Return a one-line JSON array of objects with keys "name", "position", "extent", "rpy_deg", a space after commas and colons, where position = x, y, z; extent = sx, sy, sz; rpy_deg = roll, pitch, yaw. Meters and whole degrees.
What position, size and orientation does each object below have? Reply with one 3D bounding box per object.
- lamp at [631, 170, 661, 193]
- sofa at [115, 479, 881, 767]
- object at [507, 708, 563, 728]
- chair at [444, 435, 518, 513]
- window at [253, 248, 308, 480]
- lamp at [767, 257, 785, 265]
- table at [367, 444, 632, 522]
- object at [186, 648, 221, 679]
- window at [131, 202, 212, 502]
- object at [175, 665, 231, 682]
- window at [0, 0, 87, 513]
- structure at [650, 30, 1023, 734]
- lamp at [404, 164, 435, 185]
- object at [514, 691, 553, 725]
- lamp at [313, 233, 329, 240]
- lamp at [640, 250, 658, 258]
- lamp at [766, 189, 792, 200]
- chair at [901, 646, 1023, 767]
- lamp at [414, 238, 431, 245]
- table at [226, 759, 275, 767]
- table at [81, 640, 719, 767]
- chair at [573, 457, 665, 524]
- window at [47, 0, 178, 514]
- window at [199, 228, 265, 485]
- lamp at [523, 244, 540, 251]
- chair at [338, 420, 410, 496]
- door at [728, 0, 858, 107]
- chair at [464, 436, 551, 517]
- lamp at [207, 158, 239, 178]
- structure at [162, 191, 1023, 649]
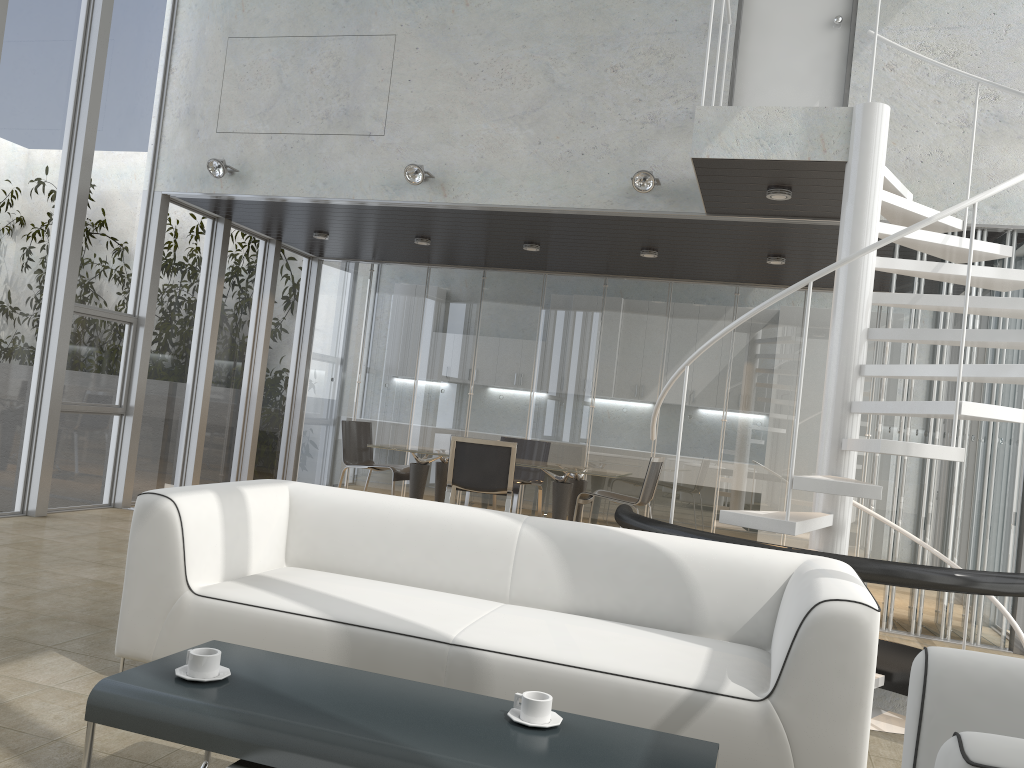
[{"name": "lamp", "position": [0.939, -1.413, 6.253], "extent": [0.197, 0.154, 0.254], "rpy_deg": [6, -2, 16]}, {"name": "sofa", "position": [-0.070, 0.843, 3.361], "extent": [2.601, 0.638, 0.971], "rpy_deg": [6, -2, 16]}, {"name": "object", "position": [0.055, 0.812, 2.152], "extent": [0.136, 0.014, 0.130], "rpy_deg": [5, -3, 31]}, {"name": "chair", "position": [-0.268, 0.916, 7.447], "extent": [0.546, 0.922, 0.660], "rpy_deg": [6, -2, 1]}, {"name": "window", "position": [-2.588, -0.148, 9.754], "extent": [0.010, 2.645, 0.741], "rpy_deg": [6, -2, 16]}, {"name": "lamp", "position": [2.223, -1.039, 7.468], "extent": [0.149, 0.038, 0.149], "rpy_deg": [5, -3, 31]}, {"name": "table", "position": [-0.134, 1.040, 8.003], "extent": [2.250, 0.733, 0.900], "rpy_deg": [6, -2, 16]}, {"name": "object", "position": [-0.771, 0.696, 2.218], "extent": [0.075, 0.057, 0.090], "rpy_deg": [7, -2, -25]}, {"name": "window", "position": [-3.093, -0.272, 8.003], "extent": [0.010, 2.645, 0.741], "rpy_deg": [6, -2, 16]}, {"name": "object", "position": [-0.770, 0.723, 2.210], "extent": [0.136, 0.014, 0.130], "rpy_deg": [5, -3, 31]}, {"name": "window", "position": [-3.433, -1.885, 6.308], "extent": [0.010, 5.650, 0.741], "rpy_deg": [6, -2, 16]}, {"name": "structure", "position": [0.046, 0.934, 6.734], "extent": [6.700, 6.900, 4.916], "rpy_deg": [6, -2, 16]}, {"name": "lamp", "position": [-0.714, -1.578, 6.741], "extent": [0.197, 0.154, 0.254], "rpy_deg": [6, -2, 16]}, {"name": "object", "position": [0.055, 0.785, 2.159], "extent": [0.075, 0.057, 0.090], "rpy_deg": [7, -2, -25]}, {"name": "lamp", "position": [-1.867, -1.446, 8.676], "extent": [0.149, 0.038, 0.149], "rpy_deg": [5, -3, 31]}, {"name": "lamp", "position": [1.201, -1.141, 7.770], "extent": [0.149, 0.038, 0.149], "rpy_deg": [5, -3, 31]}, {"name": "lamp", "position": [1.658, -1.177, 5.506], "extent": [0.149, 0.038, 0.149], "rpy_deg": [5, -3, 31]}, {"name": "chair", "position": [1.100, 0.906, 1.582], "extent": [0.720, 0.635, 0.829], "rpy_deg": [5, -2, 21]}, {"name": "lamp", "position": [-0.845, -1.344, 8.374], "extent": [0.149, 0.038, 0.149], "rpy_deg": [5, -3, 31]}, {"name": "table", "position": [-0.202, 1.034, 1.892], "extent": [0.901, 0.276, 0.929], "rpy_deg": [6, -2, 16]}, {"name": "table", "position": [-0.260, 0.979, 2.121], "extent": [1.420, 0.390, 0.532], "rpy_deg": [6, -2, 16]}, {"name": "chair", "position": [0.924, 1.057, 7.684], "extent": [0.660, 0.922, 0.546], "rpy_deg": [5, -2, 21]}, {"name": "window", "position": [-3.166, -1.822, 7.180], "extent": [0.050, 5.700, 0.800], "rpy_deg": [6, -2, 16]}, {"name": "window", "position": [-2.841, -0.210, 8.879], "extent": [0.010, 2.645, 0.741], "rpy_deg": [6, -2, 16]}, {"name": "lamp", "position": [0.178, -1.243, 8.072], "extent": [0.149, 0.038, 0.149], "rpy_deg": [5, -3, 31]}, {"name": "chair", "position": [-1.254, 0.840, 8.333], "extent": [0.660, 0.922, 0.546], "rpy_deg": [5, -2, 21]}, {"name": "door", "position": [1.982, -2.496, 6.218], "extent": [0.800, 2.100, 0.100], "rpy_deg": [6, -2, 16]}, {"name": "chair", "position": [-0.045, 0.979, 8.460], "extent": [0.546, 0.922, 0.660], "rpy_deg": [5, -2, 26]}, {"name": "lamp", "position": [-2.371, -1.743, 7.216], "extent": [0.197, 0.154, 0.228], "rpy_deg": [6, -2, 16]}, {"name": "structure", "position": [-1.774, -2.225, 4.676], "extent": [9.817, 6.605, 10.665], "rpy_deg": [6, -2, 15]}]
